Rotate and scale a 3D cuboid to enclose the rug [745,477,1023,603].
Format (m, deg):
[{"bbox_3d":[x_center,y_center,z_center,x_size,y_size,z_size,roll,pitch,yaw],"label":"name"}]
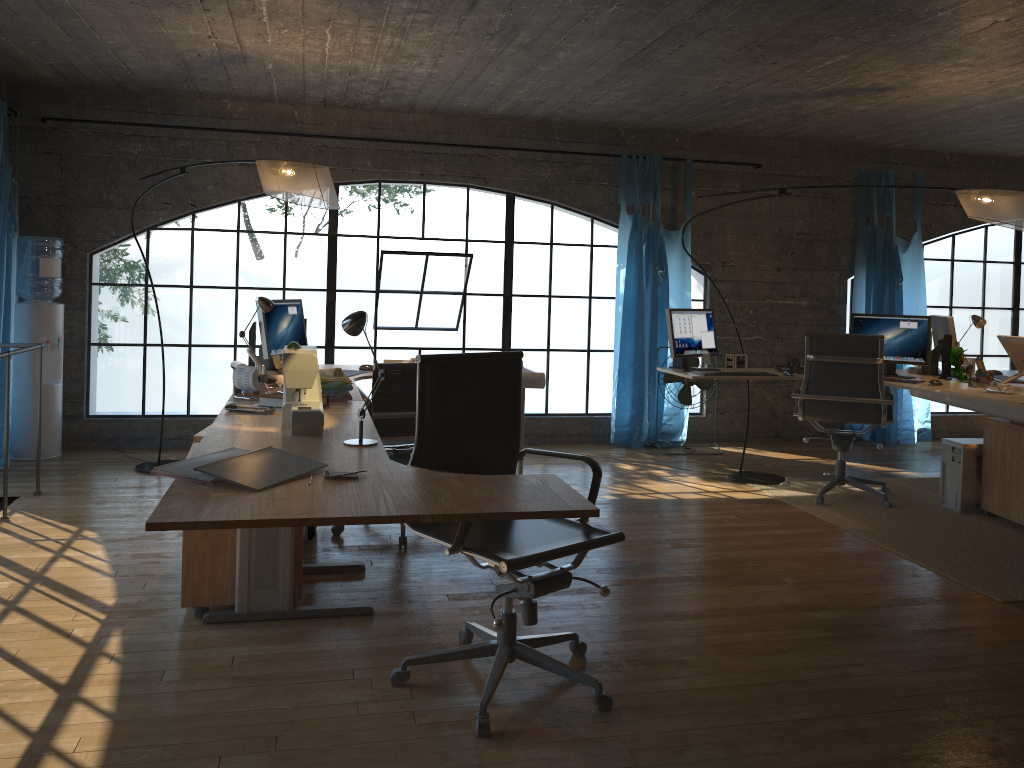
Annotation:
[{"bbox_3d":[2.534,0.768,4.856,1.599,0.005,2.214,0,6,-13],"label":"rug"}]

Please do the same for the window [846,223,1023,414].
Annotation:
[{"bbox_3d":[1.380,-0.602,6.857,12.237,1.846,3.937,-3,7,-34],"label":"window"}]

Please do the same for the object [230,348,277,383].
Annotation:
[{"bbox_3d":[-1.245,-0.092,4.257,0.190,0.164,0.170,0,4,-28],"label":"object"}]

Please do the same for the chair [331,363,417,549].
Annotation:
[{"bbox_3d":[-0.567,0.301,4.412,0.653,0.857,0.688,0,3,-26],"label":"chair"}]

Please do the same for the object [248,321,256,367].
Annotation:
[{"bbox_3d":[-1.345,-0.186,4.564,0.085,0.277,0.085,2,1,31],"label":"object"}]

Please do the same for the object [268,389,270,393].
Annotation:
[{"bbox_3d":[-1.128,0.023,3.872,0.132,0.026,0.133,0,6,-13],"label":"object"}]

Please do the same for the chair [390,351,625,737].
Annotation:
[{"bbox_3d":[0.017,0.423,2.768,0.653,1.013,0.687,-1,3,-44],"label":"chair"}]

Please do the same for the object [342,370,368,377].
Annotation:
[{"bbox_3d":[-0.939,-0.050,4.656,0.187,0.011,0.493,3,6,12],"label":"object"}]

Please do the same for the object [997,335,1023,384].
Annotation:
[{"bbox_3d":[2.965,-0.115,4.979,0.286,0.299,0.397,0,5,-22],"label":"object"}]

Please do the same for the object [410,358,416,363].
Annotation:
[{"bbox_3d":[-0.545,-0.122,5.175,0.054,0.064,0.159,5,6,44],"label":"object"}]

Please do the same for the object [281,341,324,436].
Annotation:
[{"bbox_3d":[-0.711,0.002,3.009,0.136,0.283,0.405,1,4,-13],"label":"object"}]

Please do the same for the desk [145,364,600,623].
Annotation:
[{"bbox_3d":[-0.375,0.453,3.653,1.634,0.736,3.530,1,6,-12],"label":"desk"}]

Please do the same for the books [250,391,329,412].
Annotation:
[{"bbox_3d":[-0.887,0.062,3.460,0.291,0.054,0.261,5,7,28],"label":"books"}]

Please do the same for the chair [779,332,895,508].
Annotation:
[{"bbox_3d":[2.004,0.185,5.447,0.654,1.013,0.686,3,3,21],"label":"chair"}]

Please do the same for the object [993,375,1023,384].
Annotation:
[{"bbox_3d":[3.106,-0.034,5.588,0.187,0.011,0.493,3,6,12],"label":"object"}]

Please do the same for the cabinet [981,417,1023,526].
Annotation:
[{"bbox_3d":[2.923,0.499,4.849,0.473,0.571,0.427,1,3,-5],"label":"cabinet"}]

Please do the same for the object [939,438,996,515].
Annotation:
[{"bbox_3d":[2.786,0.539,5.162,0.480,0.410,0.201,1,2,-8],"label":"object"}]

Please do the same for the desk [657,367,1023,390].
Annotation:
[{"bbox_3d":[2.904,0.466,4.404,3.257,0.736,3.491,0,6,-13],"label":"desk"}]

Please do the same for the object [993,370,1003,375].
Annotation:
[{"bbox_3d":[3.232,-0.077,5.911,0.101,0.034,0.059,4,5,22],"label":"object"}]

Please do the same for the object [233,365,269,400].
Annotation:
[{"bbox_3d":[-1.091,-0.007,3.661,0.155,0.135,0.099,3,3,22],"label":"object"}]

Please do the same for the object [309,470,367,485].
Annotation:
[{"bbox_3d":[-0.436,0.233,2.225,0.142,0.013,0.128,1,6,-10],"label":"object"}]

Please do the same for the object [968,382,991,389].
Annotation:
[{"bbox_3d":[2.679,0.009,5.028,0.109,0.022,0.139,2,6,7],"label":"object"}]

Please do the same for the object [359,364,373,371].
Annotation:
[{"bbox_3d":[-0.814,-0.093,4.979,0.101,0.034,0.059,4,5,22],"label":"object"}]

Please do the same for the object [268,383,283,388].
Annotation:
[{"bbox_3d":[-1.084,0.002,4.085,0.097,0.024,0.108,2,6,1],"label":"object"}]

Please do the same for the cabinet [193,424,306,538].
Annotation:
[{"bbox_3d":[-1.123,0.483,3.917,0.472,0.571,0.427,1,3,-5],"label":"cabinet"}]

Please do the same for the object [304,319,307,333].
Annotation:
[{"bbox_3d":[-1.216,-0.238,5.070,0.085,0.277,0.085,1,1,-11],"label":"object"}]

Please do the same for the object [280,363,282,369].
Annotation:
[{"bbox_3d":[-1.300,-0.107,4.955,0.204,0.036,0.205,0,6,-15],"label":"object"}]

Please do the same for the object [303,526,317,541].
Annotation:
[{"bbox_3d":[-1.182,0.523,4.248,0.480,0.410,0.201,1,2,-8],"label":"object"}]

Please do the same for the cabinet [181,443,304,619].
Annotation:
[{"bbox_3d":[-1.028,0.543,3.406,0.426,0.571,0.427,1,3,-15],"label":"cabinet"}]

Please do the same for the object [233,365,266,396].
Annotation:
[{"bbox_3d":[-1.120,-0.016,3.767,0.133,0.128,0.039,1,2,-18],"label":"object"}]

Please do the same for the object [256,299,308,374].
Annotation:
[{"bbox_3d":[-1.242,-0.264,4.794,0.286,0.389,0.472,2,4,12],"label":"object"}]

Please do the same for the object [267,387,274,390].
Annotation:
[{"bbox_3d":[-1.149,0.021,3.953,0.158,0.011,0.011,0,4,-16],"label":"object"}]

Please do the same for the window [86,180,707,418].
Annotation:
[{"bbox_3d":[-1.730,-0.535,5.498,3.196,1.864,6.960,5,7,37],"label":"window"}]

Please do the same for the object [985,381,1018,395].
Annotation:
[{"bbox_3d":[2.629,0.020,4.733,0.160,0.064,0.054,7,6,44],"label":"object"}]

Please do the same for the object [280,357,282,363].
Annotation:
[{"bbox_3d":[-1.321,-0.141,4.951,0.144,0.032,0.153,1,6,-8],"label":"object"}]

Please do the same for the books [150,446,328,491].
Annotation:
[{"bbox_3d":[-0.690,0.206,2.250,0.318,0.044,0.308,4,7,22],"label":"books"}]
